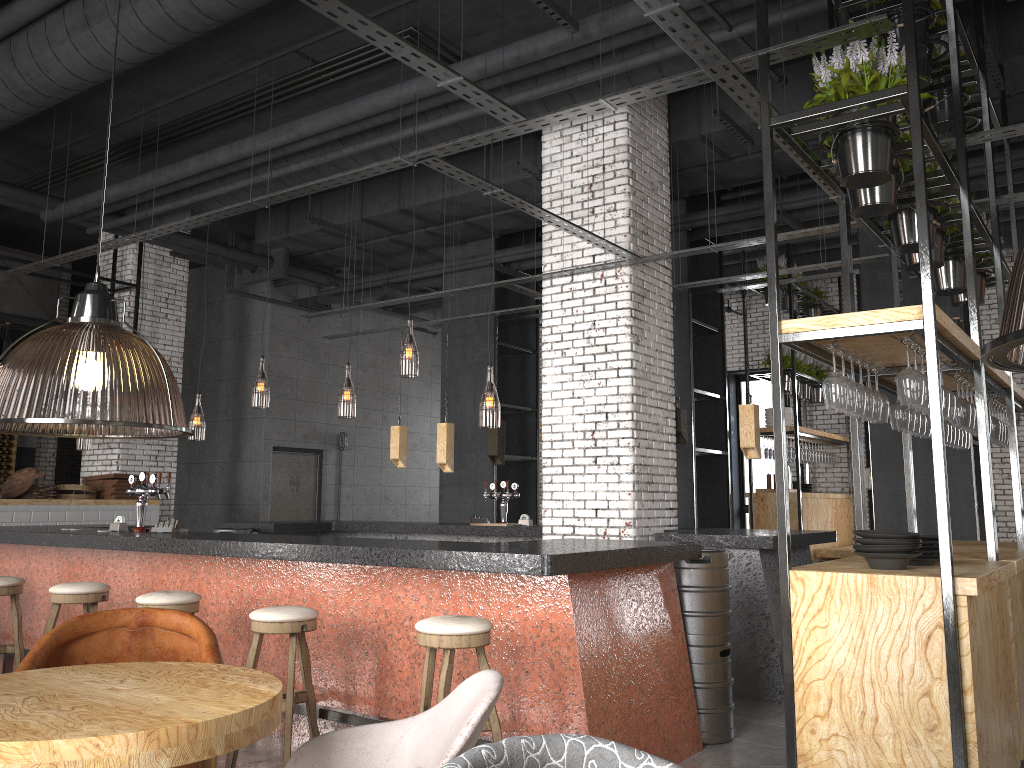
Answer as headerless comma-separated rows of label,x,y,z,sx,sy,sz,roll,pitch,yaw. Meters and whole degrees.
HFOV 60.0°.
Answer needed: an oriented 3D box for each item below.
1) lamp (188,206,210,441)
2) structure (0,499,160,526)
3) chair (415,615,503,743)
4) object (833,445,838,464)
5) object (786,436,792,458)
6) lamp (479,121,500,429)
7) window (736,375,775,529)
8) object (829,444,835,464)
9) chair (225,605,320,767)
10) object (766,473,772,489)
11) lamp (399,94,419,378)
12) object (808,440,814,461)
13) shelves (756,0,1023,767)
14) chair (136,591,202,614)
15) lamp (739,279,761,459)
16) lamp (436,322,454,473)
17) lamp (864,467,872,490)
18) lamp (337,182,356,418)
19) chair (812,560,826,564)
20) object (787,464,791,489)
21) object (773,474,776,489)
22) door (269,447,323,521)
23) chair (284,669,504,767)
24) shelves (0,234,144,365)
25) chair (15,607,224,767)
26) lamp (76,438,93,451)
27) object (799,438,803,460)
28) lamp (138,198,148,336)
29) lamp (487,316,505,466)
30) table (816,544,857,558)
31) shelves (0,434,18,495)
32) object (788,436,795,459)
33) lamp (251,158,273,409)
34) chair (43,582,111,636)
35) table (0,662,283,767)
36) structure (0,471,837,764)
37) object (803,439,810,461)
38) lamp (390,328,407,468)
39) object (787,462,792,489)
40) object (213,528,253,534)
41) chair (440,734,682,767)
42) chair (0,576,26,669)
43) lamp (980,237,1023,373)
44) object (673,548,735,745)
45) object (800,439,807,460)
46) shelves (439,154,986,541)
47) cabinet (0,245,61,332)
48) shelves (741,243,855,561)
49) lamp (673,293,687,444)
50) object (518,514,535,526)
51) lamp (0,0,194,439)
lamp,-2.069,-0.422,5.936,0.108,1.604,0.108,-2,-9,17
structure,-6.351,1.741,8.230,1.509,1.350,5.788,-5,-10,35
chair,-0.202,1.408,3.785,0.439,0.808,0.479,1,-8,-6
object,4.462,0.978,12.280,0.101,0.268,0.100,4,-9,-24
object,3.314,0.757,10.659,0.101,0.268,0.100,3,-9,-18
lamp,-0.108,-0.575,4.502,0.108,1.604,0.108,4,-9,-23
window,3.831,1.157,13.672,0.748,2.707,0.364,-6,-11,35
object,4.378,0.962,12.160,0.101,0.268,0.100,4,-9,-24
chair,-1.185,1.516,4.407,0.439,0.808,0.479,-2,-9,14
object,3.206,1.236,11.055,0.056,0.249,0.056,-4,-10,27
lamp,-0.549,-0.832,4.854,0.108,1.604,0.108,4,-9,-23
object,3.816,0.854,11.368,0.101,0.268,0.100,3,-9,-18
shelves,2.373,-0.549,4.965,0.689,5.034,3.652,-6,-10,35
chair,-1.905,1.532,4.768,0.480,0.808,0.437,-1,-9,9
lamp,1.976,-0.149,7.440,0.127,1.551,0.127,-6,-11,35
lamp,-0.688,0.116,9.282,0.127,1.611,0.127,-6,-11,35
lamp,4.590,0.135,11.321,0.536,2.413,0.535,3,-9,-19
lamp,-0.955,-0.530,5.237,0.108,1.466,0.108,-1,-9,7
chair,3.167,2.116,8.638,0.638,0.732,0.656,-6,-10,37
object,3.281,1.023,10.727,0.156,0.556,0.106,-6,-10,34
object,3.277,1.230,11.005,0.056,0.249,0.056,-4,-10,27
door,-3.312,2.012,13.272,0.158,2.109,1.117,-6,-10,35
chair,-0.424,1.201,2.296,0.802,0.853,0.768,1,-8,-5
shelves,-6.424,-1.176,8.682,0.597,3.076,5.665,-6,-10,35
chair,-1.298,1.256,2.983,0.681,0.932,0.642,3,-9,-17
lamp,-3.120,-0.309,6.589,0.108,1.604,0.108,4,-9,-23
object,3.562,0.805,11.010,0.101,0.268,0.100,3,-9,-18
lamp,-2.636,-0.549,6.285,0.108,1.604,0.108,4,-9,-23
lamp,-0.155,0.040,8.917,0.127,1.551,0.127,-6,-11,35
table,4.630,2.427,11.048,0.999,0.765,2.112,-5,-10,35
shelves,-7.347,1.285,12.154,0.250,2.155,0.887,-6,-10,35
object,3.393,0.772,10.771,0.101,0.268,0.100,3,-9,-18
lamp,-1.530,-0.647,5.518,0.108,1.604,0.108,4,-9,-23
chair,-2.674,1.603,5.330,0.439,0.808,0.479,3,-9,-16
table,-1.073,1.200,2.223,0.932,0.812,0.929,1,-8,-7
structure,-0.989,1.501,7.022,5.871,1.538,4.301,-5,-9,35
object,3.731,0.837,11.248,0.101,0.268,0.100,3,-9,-18
lamp,-1.221,0.134,9.656,0.127,1.551,0.127,-6,-11,35
object,3.365,1.135,10.857,0.107,0.369,0.070,-6,-10,34
object,-2.754,1.938,8.672,0.399,1.038,0.396,3,-9,-19
chair,0.157,1.029,1.244,0.643,0.932,0.680,-8,-12,44
chair,-3.315,1.650,5.697,0.439,0.808,0.479,-1,-9,9
lamp,0.827,-1.238,1.164,0.536,2.413,0.535,2,-9,-13
object,1.053,1.470,5.048,0.399,1.038,0.396,3,-9,-19
object,3.647,0.821,11.129,0.101,0.268,0.100,3,-9,-18
shelves,1.830,-0.194,9.979,6.141,4.380,1.001,-5,-10,35
cabinet,-8.249,-1.164,10.072,0.681,1.774,5.852,-6,-10,35
shelves,3.771,0.355,11.681,0.689,5.034,2.328,-6,-10,35
lamp,1.444,-0.177,7.821,0.127,1.399,0.127,-6,-11,35
object,0.414,1.258,8.179,0.766,0.106,0.200,-5,-9,35
lamp,-1.113,-1.067,2.508,0.536,2.413,0.535,2,-9,-13
